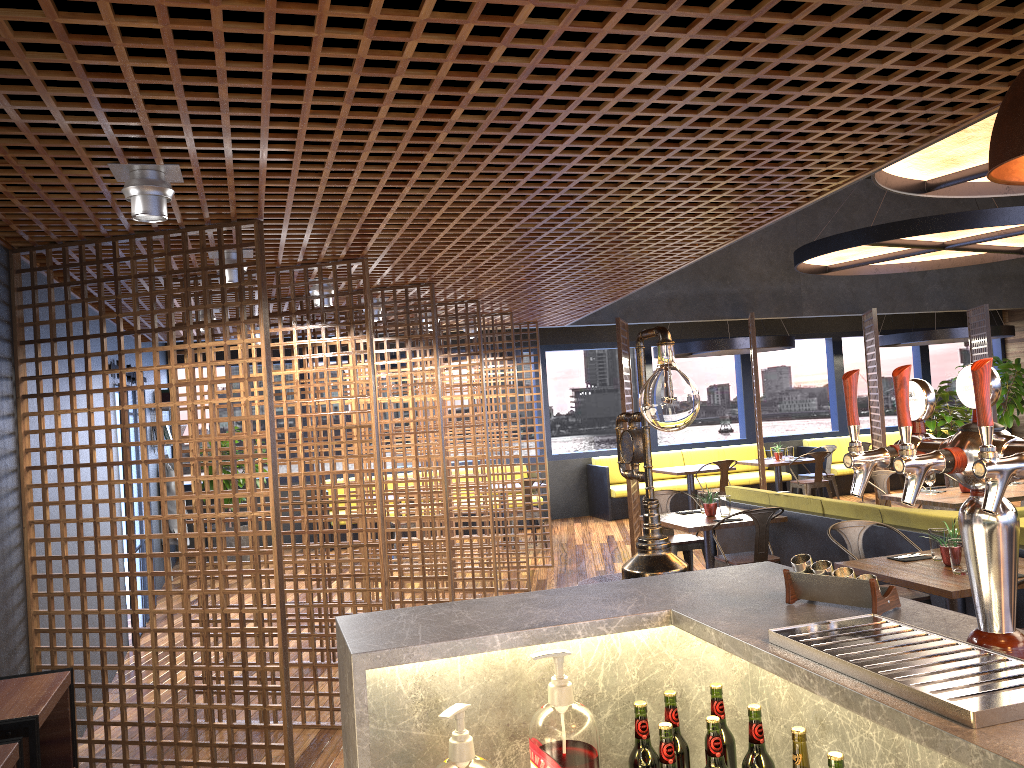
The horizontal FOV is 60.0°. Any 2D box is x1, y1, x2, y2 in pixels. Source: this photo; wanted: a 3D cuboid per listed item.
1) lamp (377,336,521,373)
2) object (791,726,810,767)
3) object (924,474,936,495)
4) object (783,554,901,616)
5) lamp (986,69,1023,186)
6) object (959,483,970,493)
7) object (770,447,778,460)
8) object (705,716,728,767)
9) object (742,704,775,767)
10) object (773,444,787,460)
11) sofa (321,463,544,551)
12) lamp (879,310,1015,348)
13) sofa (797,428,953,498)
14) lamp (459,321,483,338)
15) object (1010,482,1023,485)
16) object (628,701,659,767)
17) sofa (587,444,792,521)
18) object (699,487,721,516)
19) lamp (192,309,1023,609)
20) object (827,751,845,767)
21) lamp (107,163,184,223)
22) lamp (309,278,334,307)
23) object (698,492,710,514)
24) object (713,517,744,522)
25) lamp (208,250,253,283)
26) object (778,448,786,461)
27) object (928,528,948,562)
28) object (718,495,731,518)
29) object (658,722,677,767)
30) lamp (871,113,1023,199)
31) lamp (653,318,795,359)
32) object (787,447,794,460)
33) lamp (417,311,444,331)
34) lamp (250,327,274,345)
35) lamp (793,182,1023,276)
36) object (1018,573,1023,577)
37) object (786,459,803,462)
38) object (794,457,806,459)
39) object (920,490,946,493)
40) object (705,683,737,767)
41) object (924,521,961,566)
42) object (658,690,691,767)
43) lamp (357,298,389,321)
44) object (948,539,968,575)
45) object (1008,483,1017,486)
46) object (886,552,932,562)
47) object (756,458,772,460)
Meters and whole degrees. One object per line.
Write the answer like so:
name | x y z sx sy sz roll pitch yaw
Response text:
lamp | -0.936 -1.303 11.612 1.979 2.172 1.979 -3 -1 -10
object | 0.516 0.738 1.570 0.063 0.254 0.063 -4 -1 11
object | 3.748 0.887 7.950 0.097 0.206 0.097 -4 -2 29
object | 0.593 0.355 1.605 0.091 0.091 0.177 -3 -2 -41
lamp | 0.639 -0.584 0.977 0.250 0.673 0.250 -4 -1 16
object | 4.036 0.832 7.908 0.238 0.271 0.260 -4 -1 5
object | 3.831 1.011 12.952 0.102 0.178 0.102 -3 -2 -31
object | 0.382 0.748 1.648 0.063 0.254 0.063 -3 -1 -24
object | 0.473 0.743 1.697 0.063 0.254 0.063 -2 -2 -44
object | 3.841 0.960 12.778 0.238 0.271 0.260 -4 -1 5
sofa | -1.113 1.721 12.649 3.061 0.914 0.966 -3 -1 -16
lamp | 6.649 -1.742 13.862 1.979 2.172 1.979 -3 -2 -31
sofa | 6.414 1.287 14.881 3.061 0.914 0.966 -3 -1 -16
lamp | -0.437 -0.576 9.409 0.228 0.172 0.228 -3 -1 -16
object | 4.719 0.928 8.352 0.157 0.019 0.255 -3 -1 -16
object | 0.263 0.759 1.758 0.063 0.254 0.063 -3 -1 -24
sofa | 2.786 1.496 13.805 3.061 0.914 0.966 -3 -1 -16
object | 1.676 0.974 7.455 0.260 0.271 0.238 -3 -1 -15
lamp | 2.261 0.465 6.927 9.057 2.714 3.017 -3 -1 -16
object | 0.539 0.734 1.453 0.063 0.254 0.063 -2 -2 -44
lamp | -1.287 -0.670 3.139 0.228 0.172 0.228 -3 -1 -16
lamp | -1.262 -0.606 5.901 0.228 0.172 0.228 -3 -1 -16
object | 1.660 1.025 7.630 0.102 0.178 0.102 -4 -1 -1
object | 1.720 1.090 7.144 0.255 0.019 0.157 -3 -1 -17
lamp | -1.498 -0.618 4.738 0.228 0.172 0.228 -3 -1 -16
object | 3.837 1.002 12.593 0.102 0.178 0.102 -3 -2 -31
object | 2.423 0.914 5.034 0.102 0.178 0.102 -3 -2 -31
object | 1.759 1.012 7.324 0.102 0.178 0.102 -3 -1 -11
object | 0.291 0.753 1.632 0.063 0.254 0.063 -3 -2 -29
lamp | 3.343 -2.048 4.697 2.778 1.475 2.778 -3 -1 -12
lamp | 2.966 -1.528 12.769 1.979 2.172 1.979 -4 -2 28
object | 4.005 0.995 12.744 0.102 0.178 0.102 -3 -2 -31
lamp | -0.756 -0.584 8.214 0.228 0.172 0.228 -3 -1 -16
lamp | -2.425 -0.466 8.609 0.228 0.172 0.228 -3 -1 -16
lamp | 4.149 -2.007 8.628 2.778 1.475 2.778 -3 -1 -16
object | 2.484 0.979 4.549 0.255 0.019 0.157 -3 -1 -17
object | 3.936 1.072 12.454 0.255 0.019 0.157 -3 -1 -17
object | 4.147 1.068 12.836 0.157 0.019 0.255 -3 -1 -17
object | 3.849 0.978 8.094 0.157 0.019 0.255 -3 -1 -16
object | 0.431 0.750 1.837 0.063 0.254 0.063 -2 -2 -44
object | 2.431 0.864 4.889 0.260 0.271 0.238 -3 -1 -15
object | 0.331 0.756 1.809 0.063 0.254 0.063 -4 -2 26
lamp | -1.101 -0.589 7.041 0.228 0.172 0.228 -3 -1 -16
object | 2.355 0.910 4.664 0.102 0.178 0.102 -3 -2 -31
object | 4.618 0.837 8.208 0.097 0.206 0.097 -4 -2 29
object | 2.335 1.003 5.169 0.255 0.019 0.157 -3 -1 -17
object | 3.742 1.100 13.088 0.255 0.019 0.157 -3 -1 -17
